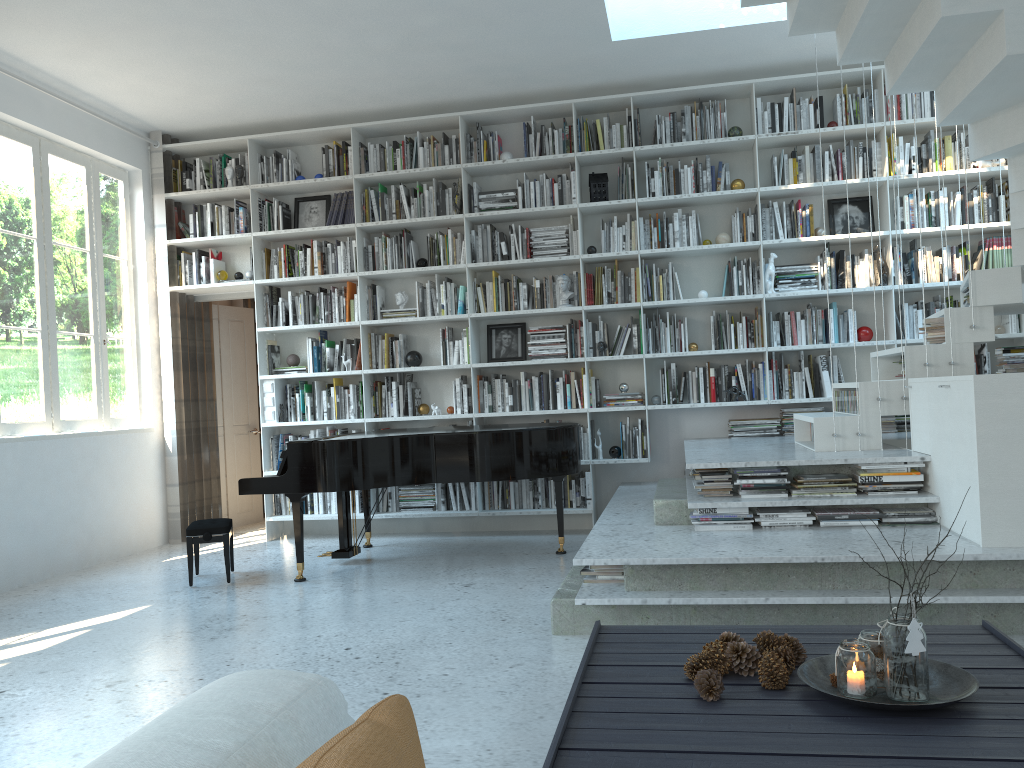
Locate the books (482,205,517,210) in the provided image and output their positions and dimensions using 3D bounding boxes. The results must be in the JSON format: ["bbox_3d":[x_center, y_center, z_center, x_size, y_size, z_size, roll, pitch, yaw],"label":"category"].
[{"bbox_3d":[-0.090,-1.313,6.674,0.254,0.012,0.161,-3,-1,8],"label":"books"}]

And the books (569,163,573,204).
[{"bbox_3d":[0.448,-1.454,6.568,0.012,0.334,0.155,-3,0,11],"label":"books"}]

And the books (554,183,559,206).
[{"bbox_3d":[0.341,-1.375,6.579,0.029,0.188,0.176,-3,-1,11],"label":"books"}]

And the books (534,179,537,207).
[{"bbox_3d":[0.189,-1.395,6.625,0.012,0.244,0.131,-3,0,11],"label":"books"}]

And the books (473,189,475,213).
[{"bbox_3d":[-0.267,-1.359,6.707,0.013,0.218,0.141,-3,0,11],"label":"books"}]

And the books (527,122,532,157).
[{"bbox_3d":[0.134,-1.786,6.626,0.011,0.296,0.157,-3,0,11],"label":"books"}]

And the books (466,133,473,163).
[{"bbox_3d":[-0.308,-1.742,6.700,0.026,0.253,0.185,-3,0,11],"label":"books"}]

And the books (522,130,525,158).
[{"bbox_3d":[0.103,-1.759,6.642,0.012,0.245,0.151,-3,0,11],"label":"books"}]

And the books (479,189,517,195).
[{"bbox_3d":[-0.093,-1.428,6.682,0.285,0.024,0.159,-3,-1,11],"label":"books"}]

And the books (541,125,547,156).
[{"bbox_3d":[0.245,-1.778,6.618,0.028,0.270,0.140,-3,0,11],"label":"books"}]

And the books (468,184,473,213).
[{"bbox_3d":[-0.305,-1.374,6.721,0.012,0.254,0.161,-3,0,11],"label":"books"}]

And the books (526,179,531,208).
[{"bbox_3d":[0.134,-1.389,6.625,0.021,0.237,0.171,-3,0,11],"label":"books"}]

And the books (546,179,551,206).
[{"bbox_3d":[0.282,-1.389,6.588,0.023,0.223,0.190,-3,-1,11],"label":"books"}]

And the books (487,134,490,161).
[{"bbox_3d":[-0.163,-1.746,6.692,0.014,0.248,0.139,-3,0,11],"label":"books"}]

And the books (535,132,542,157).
[{"bbox_3d":[0.205,-1.747,6.608,0.050,0.211,0.173,-3,-1,11],"label":"books"}]

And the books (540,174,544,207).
[{"bbox_3d":[0.238,-1.412,6.626,0.029,0.273,0.140,-3,0,11],"label":"books"}]

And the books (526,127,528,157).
[{"bbox_3d":[0.126,-1.771,6.636,0.011,0.267,0.129,-3,0,11],"label":"books"}]

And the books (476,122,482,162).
[{"bbox_3d":[-0.239,-1.789,6.707,0.014,0.341,0.145,-3,0,11],"label":"books"}]

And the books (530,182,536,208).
[{"bbox_3d":[0.168,-1.380,6.616,0.027,0.216,0.190,-3,-1,11],"label":"books"}]

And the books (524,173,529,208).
[{"bbox_3d":[0.114,-1.412,6.613,0.011,0.284,0.190,-3,0,11],"label":"books"}]

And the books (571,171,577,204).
[{"bbox_3d":[0.472,-1.407,6.499,0.037,0.237,0.272,-3,-1,11],"label":"books"}]

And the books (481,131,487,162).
[{"bbox_3d":[-0.208,-1.753,6.681,0.011,0.265,0.163,-3,0,11],"label":"books"}]

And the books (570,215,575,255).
[{"bbox_3d":[0.455,-1.079,6.576,0.012,0.319,0.140,-3,0,11],"label":"books"}]

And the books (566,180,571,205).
[{"bbox_3d":[0.429,-1.387,6.563,0.029,0.202,0.191,-3,-1,11],"label":"books"}]

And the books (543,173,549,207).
[{"bbox_3d":[0.260,-1.412,6.601,0.023,0.269,0.185,-3,0,11],"label":"books"}]

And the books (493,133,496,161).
[{"bbox_3d":[-0.116,-1.750,6.690,0.013,0.249,0.148,-3,0,11],"label":"books"}]

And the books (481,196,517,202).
[{"bbox_3d":[-0.092,-1.380,6.672,0.254,0.025,0.161,-3,-1,7],"label":"books"}]

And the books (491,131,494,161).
[{"bbox_3d":[-0.128,-1.752,6.672,0.005,0.255,0.168,-3,0,11],"label":"books"}]

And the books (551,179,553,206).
[{"bbox_3d":[0.311,-1.394,6.595,0.010,0.230,0.152,-3,0,11],"label":"books"}]

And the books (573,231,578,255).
[{"bbox_3d":[0.478,-1.020,6.570,0.029,0.198,0.172,-3,-1,11],"label":"books"}]

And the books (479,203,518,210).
[{"bbox_3d":[-0.091,-1.325,6.674,0.285,0.012,0.159,-3,-1,8],"label":"books"}]

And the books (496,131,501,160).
[{"bbox_3d":[-0.098,-1.754,6.669,0.011,0.256,0.143,-3,0,11],"label":"books"}]

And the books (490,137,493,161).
[{"bbox_3d":[-0.137,-1.733,6.676,0.016,0.219,0.144,-3,0,11],"label":"books"}]

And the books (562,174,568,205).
[{"bbox_3d":[0.402,-1.415,6.583,0.029,0.261,0.133,-3,0,11],"label":"books"}]

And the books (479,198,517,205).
[{"bbox_3d":[-0.092,-1.355,6.669,0.285,0.024,0.159,-3,-1,16],"label":"books"}]

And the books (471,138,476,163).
[{"bbox_3d":[-0.280,-1.730,6.714,0.023,0.228,0.157,-3,0,11],"label":"books"}]

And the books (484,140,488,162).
[{"bbox_3d":[-0.187,-1.719,6.690,0.023,0.195,0.172,-3,-1,11],"label":"books"}]

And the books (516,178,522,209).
[{"bbox_3d":[0.059,-1.393,6.640,0.012,0.254,0.161,-3,0,11],"label":"books"}]

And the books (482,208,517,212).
[{"bbox_3d":[-0.089,-1.289,6.674,0.285,0.012,0.159,-3,-1,14],"label":"books"}]

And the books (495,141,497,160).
[{"bbox_3d":[-0.105,-1.719,6.678,0.010,0.186,0.152,-3,-1,11],"label":"books"}]

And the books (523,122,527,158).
[{"bbox_3d":[0.111,-1.783,6.623,0.014,0.292,0.176,-3,0,11],"label":"books"}]

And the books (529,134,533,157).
[{"bbox_3d":[0.159,-1.743,6.634,0.031,0.208,0.146,-3,0,11],"label":"books"}]

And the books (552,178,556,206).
[{"bbox_3d":[0.321,-1.395,6.587,0.012,0.230,0.158,-3,0,11],"label":"books"}]

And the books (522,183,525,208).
[{"bbox_3d":[0.106,-1.380,6.656,0.024,0.223,0.128,-3,0,11],"label":"books"}]

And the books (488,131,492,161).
[{"bbox_3d":[-0.152,-1.755,6.683,0.013,0.264,0.147,-3,0,11],"label":"books"}]

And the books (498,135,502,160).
[{"bbox_3d":[-0.087,-1.744,6.687,0.004,0.235,0.137,-3,0,11],"label":"books"}]

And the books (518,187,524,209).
[{"bbox_3d":[0.077,-1.361,6.632,0.025,0.187,0.193,-3,-1,11],"label":"books"}]

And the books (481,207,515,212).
[{"bbox_3d":[-0.090,-1.301,6.670,0.254,0.012,0.161,-3,-1,16],"label":"books"}]

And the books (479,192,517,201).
[{"bbox_3d":[-0.093,-1.404,6.677,0.285,0.024,0.159,-3,-1,13],"label":"books"}]

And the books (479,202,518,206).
[{"bbox_3d":[-0.091,-1.337,6.677,0.285,0.012,0.159,-3,-1,9],"label":"books"}]

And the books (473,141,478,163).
[{"bbox_3d":[-0.257,-1.715,6.697,0.026,0.194,0.166,-3,-1,11],"label":"books"}]

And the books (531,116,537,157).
[{"bbox_3d":[0.172,-1.806,6.608,0.010,0.331,0.186,-3,0,11],"label":"books"}]

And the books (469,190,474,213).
[{"bbox_3d":[-0.288,-1.349,6.698,0.027,0.201,0.167,-3,-1,11],"label":"books"}]

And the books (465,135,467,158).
[{"bbox_3d":[-0.323,-1.741,6.723,0.012,0.254,0.161,-3,0,11],"label":"books"}]

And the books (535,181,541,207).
[{"bbox_3d":[0.208,-1.383,6.612,0.028,0.219,0.183,-3,-1,11],"label":"books"}]

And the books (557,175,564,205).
[{"bbox_3d":[0.369,-1.407,6.573,0.032,0.248,0.173,-3,0,11],"label":"books"}]

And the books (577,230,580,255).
[{"bbox_3d":[0.508,-1.025,6.570,0.030,0.205,0.158,-3,-1,11],"label":"books"}]

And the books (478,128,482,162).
[{"bbox_3d":[-0.227,-1.767,6.699,0.010,0.296,0.153,-3,0,11],"label":"books"}]
